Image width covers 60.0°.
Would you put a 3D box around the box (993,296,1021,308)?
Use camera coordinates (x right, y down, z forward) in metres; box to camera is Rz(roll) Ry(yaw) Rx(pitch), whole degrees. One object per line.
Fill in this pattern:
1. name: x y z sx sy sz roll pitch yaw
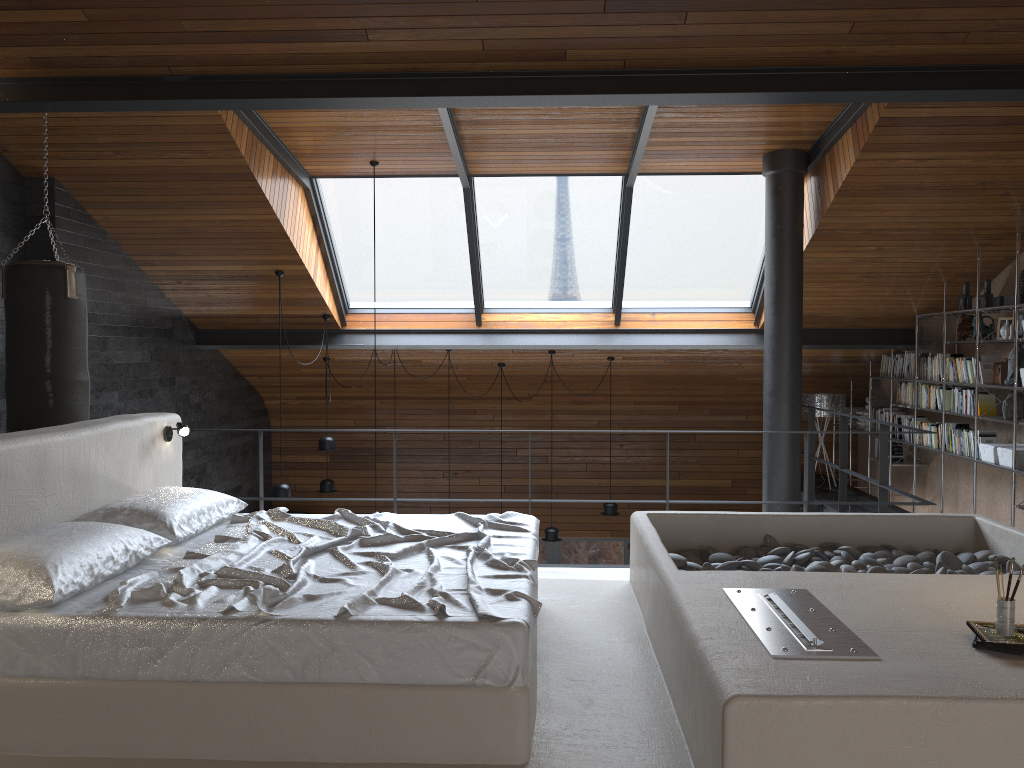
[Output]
1. box: 3.707 -0.610 6.584 0.208 0.079 0.207 1 2 16

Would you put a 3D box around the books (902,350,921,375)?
1. books: 3.760 -0.184 8.345 0.143 0.264 0.088 0 2 2

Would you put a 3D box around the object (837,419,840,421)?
1. object: 3.827 0.411 10.036 0.243 0.012 0.159 0 2 2

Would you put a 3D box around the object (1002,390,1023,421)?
1. object: 3.704 0.139 6.498 0.166 0.240 0.390 1 2 35

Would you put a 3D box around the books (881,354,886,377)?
1. books: 3.788 -0.184 8.853 0.169 0.229 0.077 0 2 2

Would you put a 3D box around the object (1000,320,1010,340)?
1. object: 3.650 -0.399 6.537 0.091 0.146 0.091 1 2 36

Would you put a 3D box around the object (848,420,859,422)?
1. object: 3.833 0.407 9.755 0.228 0.016 0.182 0 2 2

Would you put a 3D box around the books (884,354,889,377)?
1. books: 3.780 -0.181 8.787 0.160 0.228 0.080 0 2 2

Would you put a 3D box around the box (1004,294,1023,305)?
1. box: 3.691 -0.602 6.366 0.208 0.079 0.207 0 2 -1

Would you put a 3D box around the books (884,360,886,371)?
1. books: 3.782 -0.183 8.815 0.148 0.229 0.073 0 2 2

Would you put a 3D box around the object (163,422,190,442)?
1. object: -1.774 0.255 4.663 0.165 0.106 0.085 1 2 30

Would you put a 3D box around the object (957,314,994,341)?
1. object: 3.716 -0.455 7.109 0.138 0.222 0.278 -2 3 -41

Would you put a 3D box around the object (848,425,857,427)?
1. object: 3.832 0.458 9.781 0.226 0.012 0.159 0 2 2

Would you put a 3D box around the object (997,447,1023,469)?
1. object: 3.678 0.530 6.362 0.295 0.136 0.228 0 2 2

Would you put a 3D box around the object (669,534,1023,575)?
1. object: 1.532 0.906 4.038 1.842 0.246 1.435 0 2 2

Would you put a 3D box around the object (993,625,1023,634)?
1. object: 1.526 0.730 2.580 0.232 0.010 0.064 2 3 39

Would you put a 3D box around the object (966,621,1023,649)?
1. object: 1.498 0.733 2.577 0.276 0.013 0.207 0 2 13

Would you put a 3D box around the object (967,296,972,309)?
1. object: 3.673 -0.647 7.117 0.029 0.117 0.086 1 2 23

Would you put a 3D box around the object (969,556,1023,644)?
1. object: 1.499 0.624 2.574 0.301 0.234 0.245 1 2 22

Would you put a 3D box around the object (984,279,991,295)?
1. object: 3.708 -0.757 6.913 0.029 0.114 0.084 0 2 14

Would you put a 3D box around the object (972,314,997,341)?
1. object: 3.682 -0.445 6.909 0.197 0.220 0.102 0 2 -13

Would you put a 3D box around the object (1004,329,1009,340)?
1. object: 3.588 -0.360 6.433 0.037 0.077 0.037 0 2 -12

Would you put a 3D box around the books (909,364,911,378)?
1. books: 3.738 -0.143 8.180 0.131 0.178 0.057 0 2 2

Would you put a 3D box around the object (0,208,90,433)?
1. object: -2.697 -0.216 5.164 0.445 1.603 0.442 1 2 30

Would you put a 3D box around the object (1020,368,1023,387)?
1. object: 3.666 -0.041 6.048 0.295 0.136 0.228 0 2 2

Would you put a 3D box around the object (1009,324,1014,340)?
1. object: 3.596 -0.377 6.382 0.037 0.114 0.037 0 2 -12

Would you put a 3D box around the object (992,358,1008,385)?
1. object: 3.686 -0.094 6.656 0.227 0.202 0.082 -1 2 -36

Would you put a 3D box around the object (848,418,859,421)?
1. object: 3.810 0.392 9.779 0.203 0.013 0.161 0 2 2

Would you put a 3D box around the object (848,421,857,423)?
1. object: 3.816 0.420 9.771 0.201 0.013 0.161 0 2 2

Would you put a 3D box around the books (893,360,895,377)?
1. books: 3.729 -0.146 8.541 0.111 0.171 0.056 0 2 2

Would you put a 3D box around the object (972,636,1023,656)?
1. object: 1.508 0.759 2.584 0.276 0.013 0.207 1 2 34

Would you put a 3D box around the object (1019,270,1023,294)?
1. object: 3.698 -0.729 6.356 0.115 0.177 0.115 1 2 27

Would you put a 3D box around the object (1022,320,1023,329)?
1. object: 3.671 -0.376 6.031 0.295 0.136 0.228 0 2 2

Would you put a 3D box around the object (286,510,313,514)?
1. object: -2.649 2.665 10.282 0.686 2.298 0.639 2 3 41

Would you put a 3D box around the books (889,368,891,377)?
1. books: 3.742 -0.148 8.628 0.119 0.169 0.058 0 2 2

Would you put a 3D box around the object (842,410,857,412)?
1. object: 3.833 0.305 10.033 0.233 0.021 0.174 0 2 2

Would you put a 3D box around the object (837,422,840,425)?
1. object: 3.828 0.455 10.037 0.234 0.025 0.176 0 2 2

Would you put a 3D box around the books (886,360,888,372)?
1. books: 3.773 -0.170 8.752 0.146 0.208 0.071 0 2 2

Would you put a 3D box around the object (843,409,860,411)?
1. object: 3.825 0.286 10.033 0.246 0.016 0.182 0 2 2

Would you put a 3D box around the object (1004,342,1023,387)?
1. object: 3.659 -0.132 6.425 0.157 0.339 0.229 1 2 29

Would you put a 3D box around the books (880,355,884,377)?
1. books: 3.773 -0.186 8.881 0.148 0.229 0.073 0 2 2

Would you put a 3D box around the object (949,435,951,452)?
1. object: 3.696 0.470 7.355 0.131 0.180 0.042 0 2 2

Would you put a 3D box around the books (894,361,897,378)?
1. books: 3.732 -0.146 8.496 0.112 0.173 0.054 0 2 2

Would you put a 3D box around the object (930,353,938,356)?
1. object: 3.736 -0.153 7.777 0.146 0.240 0.023 0 2 2

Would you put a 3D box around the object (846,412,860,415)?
1. object: 3.821 0.329 10.018 0.252 0.028 0.180 0 2 2

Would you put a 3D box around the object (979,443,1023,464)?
1. object: 3.690 0.520 6.629 0.295 0.136 0.228 0 2 2

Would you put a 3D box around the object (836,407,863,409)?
1. object: 3.825 0.270 10.043 0.246 0.016 0.182 0 2 2

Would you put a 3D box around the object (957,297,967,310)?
1. object: 3.668 -0.650 7.215 0.029 0.117 0.086 0 2 -12

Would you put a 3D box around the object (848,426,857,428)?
1. object: 3.816 0.471 9.778 0.201 0.012 0.161 0 2 2

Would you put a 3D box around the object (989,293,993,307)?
1. object: 3.710 -0.640 6.867 0.029 0.117 0.086 1 2 27

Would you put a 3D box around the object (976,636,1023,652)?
1. object: 1.507 0.746 2.585 0.276 0.013 0.207 1 2 27

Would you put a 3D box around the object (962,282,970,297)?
1. object: 3.667 -0.764 7.162 0.029 0.114 0.084 0 2 10

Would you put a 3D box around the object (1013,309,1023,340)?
1. object: 3.652 -0.427 6.337 0.062 0.219 0.157 0 2 2

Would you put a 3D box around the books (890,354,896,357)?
1. books: 3.767 -0.179 8.705 0.129 0.226 0.069 0 2 2

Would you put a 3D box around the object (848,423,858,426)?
1. object: 3.829 0.439 9.771 0.262 0.025 0.176 0 2 2

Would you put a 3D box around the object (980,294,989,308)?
1. object: 3.712 -0.643 6.965 0.029 0.117 0.086 0 2 -7
